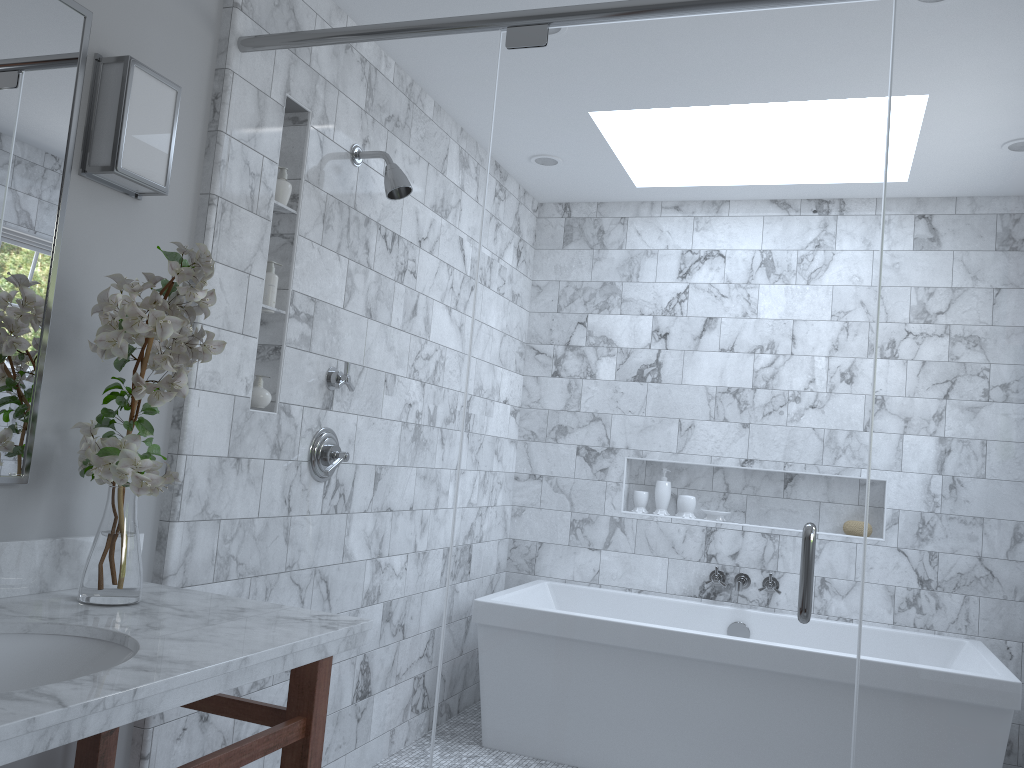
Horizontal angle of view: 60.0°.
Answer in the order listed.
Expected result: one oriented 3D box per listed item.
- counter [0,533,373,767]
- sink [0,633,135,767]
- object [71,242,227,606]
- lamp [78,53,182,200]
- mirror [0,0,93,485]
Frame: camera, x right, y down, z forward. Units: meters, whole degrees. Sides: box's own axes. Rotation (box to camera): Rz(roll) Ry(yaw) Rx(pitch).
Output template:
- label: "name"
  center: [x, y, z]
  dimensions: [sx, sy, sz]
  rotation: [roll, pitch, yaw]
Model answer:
- label: "counter"
  center: [-0.902, 0.761, 1.154]
  dimensions: [0.638, 0.983, 1.657]
  rotation: [3, -5, 20]
- label: "sink"
  center: [-0.833, 0.549, 1.285]
  dimensions: [0.517, 0.270, 0.494]
  rotation: [7, -5, -21]
- label: "object"
  center: [-0.722, 0.088, 1.747]
  dimensions: [0.225, 0.706, 0.374]
  rotation: [9, -6, -39]
- label: "lamp"
  center: [-0.826, -0.558, 1.938]
  dimensions: [0.091, 0.266, 0.175]
  rotation: [3, -5, 20]
- label: "mirror"
  center: [-1.042, -0.325, 1.477]
  dimensions: [0.030, 0.977, 0.694]
  rotation: [3, -5, 20]
